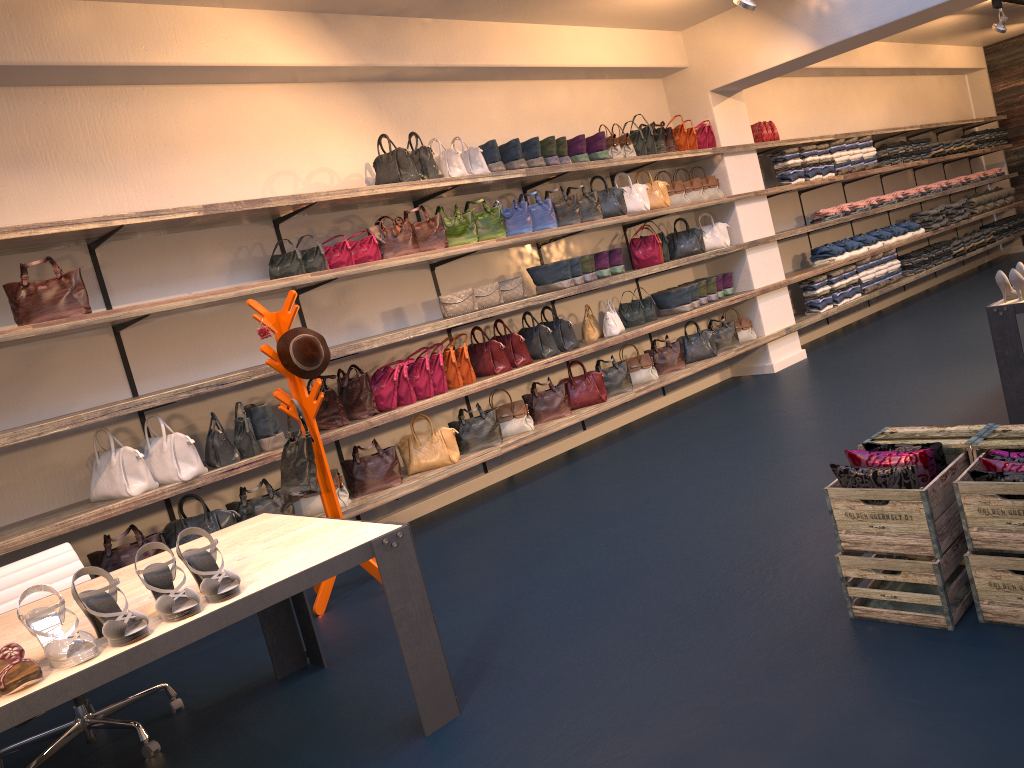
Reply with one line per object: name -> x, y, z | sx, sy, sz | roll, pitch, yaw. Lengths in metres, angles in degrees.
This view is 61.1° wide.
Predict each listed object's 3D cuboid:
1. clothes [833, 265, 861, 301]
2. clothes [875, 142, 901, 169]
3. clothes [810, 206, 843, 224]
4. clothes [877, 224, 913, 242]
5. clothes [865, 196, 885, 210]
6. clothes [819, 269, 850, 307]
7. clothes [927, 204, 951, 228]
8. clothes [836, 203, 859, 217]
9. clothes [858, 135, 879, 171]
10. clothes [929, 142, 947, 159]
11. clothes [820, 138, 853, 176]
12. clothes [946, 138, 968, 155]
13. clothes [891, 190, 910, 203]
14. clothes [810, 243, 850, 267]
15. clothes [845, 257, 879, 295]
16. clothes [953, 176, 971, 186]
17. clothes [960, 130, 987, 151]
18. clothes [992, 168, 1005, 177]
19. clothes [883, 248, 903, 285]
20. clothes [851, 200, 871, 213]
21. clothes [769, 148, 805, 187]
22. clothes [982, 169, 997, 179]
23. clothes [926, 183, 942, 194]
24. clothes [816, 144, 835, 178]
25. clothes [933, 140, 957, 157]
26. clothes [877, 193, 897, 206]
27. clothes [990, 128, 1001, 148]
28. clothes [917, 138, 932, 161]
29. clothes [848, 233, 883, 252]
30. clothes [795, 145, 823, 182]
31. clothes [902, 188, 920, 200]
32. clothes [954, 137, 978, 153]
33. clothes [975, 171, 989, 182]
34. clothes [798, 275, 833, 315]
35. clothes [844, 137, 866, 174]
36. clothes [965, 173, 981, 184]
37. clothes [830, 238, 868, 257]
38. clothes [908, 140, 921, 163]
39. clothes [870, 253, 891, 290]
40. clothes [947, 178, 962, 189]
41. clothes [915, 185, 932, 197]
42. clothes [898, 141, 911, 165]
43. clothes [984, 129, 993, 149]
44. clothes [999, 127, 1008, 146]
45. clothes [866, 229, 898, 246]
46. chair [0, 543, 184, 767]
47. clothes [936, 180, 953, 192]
clothes -> 3.942, -1.191, 10.252 | 0.347, 0.410, 0.232 | -18, 7, -36
clothes -> 4.891, -2.980, 11.337 | 0.356, 0.298, 0.338 | -18, 8, -39
clothes -> 3.731, -2.004, 10.294 | 0.338, 0.159, 0.331 | -16, 7, -21
clothes -> 4.994, -1.980, 11.438 | 0.462, 0.240, 0.393 | -16, 7, -26
clothes -> 4.553, -2.293, 11.056 | 0.291, 0.154, 0.385 | -7, 9, 42
clothes -> 3.705, -1.105, 9.991 | 0.347, 0.410, 0.232 | -18, 7, -36
clothes -> 5.977, -2.352, 12.271 | 0.356, 0.317, 0.391 | -9, 7, 34
clothes -> 4.000, -2.101, 10.525 | 0.291, 0.154, 0.385 | -7, 9, 42
clothes -> 4.395, -2.884, 10.898 | 0.360, 0.454, 0.248 | -17, 6, -30
clothes -> 5.984, -3.349, 12.479 | 0.377, 0.251, 0.381 | -17, 7, -32
clothes -> 3.867, -2.700, 10.391 | 0.360, 0.454, 0.248 | -17, 6, -30
clothes -> 6.607, -3.566, 13.079 | 0.377, 0.251, 0.381 | -17, 7, -32
clothes -> 5.121, -2.491, 11.602 | 0.291, 0.154, 0.385 | -7, 9, 42
clothes -> 3.692, -1.526, 10.186 | 0.468, 0.240, 0.387 | -19, 8, -42
clothes -> 4.230, -1.308, 10.521 | 0.360, 0.454, 0.248 | -17, 6, -30
clothes -> 6.793, -3.073, 13.209 | 0.291, 0.154, 0.385 | -7, 9, 42
clothes -> 7.244, -3.800, 13.600 | 0.356, 0.298, 0.338 | -18, 8, -39
clothes -> 7.929, -3.469, 14.301 | 0.291, 0.154, 0.385 | -7, 9, 42
clothes -> 4.758, -1.492, 11.029 | 0.360, 0.454, 0.248 | -17, 6, -30
clothes -> 4.284, -2.196, 10.826 | 0.338, 0.159, 0.331 | -16, 7, -21
clothes -> 3.059, -2.403, 9.622 | 0.347, 0.410, 0.232 | -18, 7, -36
clothes -> 7.660, -3.372, 14.071 | 0.338, 0.159, 0.331 | -16, 7, -21
clothes -> 5.971, -2.783, 12.447 | 0.338, 0.159, 0.331 | -16, 7, -21
clothes -> 3.580, -2.584, 10.122 | 0.347, 0.410, 0.232 | -18, 7, -36
clothes -> 6.289, -3.455, 12.770 | 0.379, 0.251, 0.379 | -7, 9, 45
clothes -> 4.852, -2.394, 11.372 | 0.338, 0.159, 0.331 | -16, 7, -21
clothes -> 7.739, -3.974, 14.089 | 0.334, 0.298, 0.322 | -19, 8, -41
clothes -> 5.636, -3.242, 12.068 | 0.334, 0.298, 0.322 | -18, 7, -35
clothes -> 4.340, -1.752, 10.808 | 0.468, 0.240, 0.387 | -19, 8, -42
clothes -> 3.342, -2.497, 9.861 | 0.347, 0.410, 0.232 | -18, 7, -36
clothes -> 5.405, -2.586, 11.903 | 0.338, 0.159, 0.331 | -16, 7, -21
clothes -> 6.912, -3.672, 13.369 | 0.379, 0.251, 0.379 | -7, 9, 45
clothes -> 7.377, -3.276, 13.770 | 0.291, 0.154, 0.385 | -7, 9, 42
clothes -> 3.422, -1.010, 9.752 | 0.347, 0.410, 0.232 | -18, 7, -36
clothes -> 4.118, -2.788, 10.632 | 0.360, 0.454, 0.248 | -17, 6, -30
clothes -> 7.108, -3.179, 13.540 | 0.338, 0.159, 0.331 | -16, 7, -21
clothes -> 4.031, -1.645, 10.513 | 0.462, 0.240, 0.393 | -16, 7, -26
clothes -> 5.385, -3.154, 11.826 | 0.334, 0.298, 0.322 | -19, 8, -41
clothes -> 4.481, -1.395, 10.763 | 0.360, 0.454, 0.248 | -17, 6, -30
clothes -> 6.524, -2.976, 12.979 | 0.338, 0.159, 0.331 | -16, 7, -21
clothes -> 5.674, -2.683, 12.133 | 0.291, 0.154, 0.385 | -7, 9, 42
clothes -> 5.134, -3.067, 11.585 | 0.334, 0.298, 0.350 | -9, 8, 37
clothes -> 7.488, -3.886, 13.848 | 0.334, 0.298, 0.350 | -9, 8, 37
clothes -> 7.990, -4.061, 14.331 | 0.334, 0.298, 0.322 | -18, 7, -35
clothes -> 4.655, -1.862, 11.111 | 0.468, 0.240, 0.387 | -19, 8, -42
chair -> -1.798, 1.128, 3.535 | 0.625, 0.835, 0.745 | -11, 7, 27
clothes -> 6.240, -2.880, 12.677 | 0.291, 0.154, 0.385 | -7, 9, 42
